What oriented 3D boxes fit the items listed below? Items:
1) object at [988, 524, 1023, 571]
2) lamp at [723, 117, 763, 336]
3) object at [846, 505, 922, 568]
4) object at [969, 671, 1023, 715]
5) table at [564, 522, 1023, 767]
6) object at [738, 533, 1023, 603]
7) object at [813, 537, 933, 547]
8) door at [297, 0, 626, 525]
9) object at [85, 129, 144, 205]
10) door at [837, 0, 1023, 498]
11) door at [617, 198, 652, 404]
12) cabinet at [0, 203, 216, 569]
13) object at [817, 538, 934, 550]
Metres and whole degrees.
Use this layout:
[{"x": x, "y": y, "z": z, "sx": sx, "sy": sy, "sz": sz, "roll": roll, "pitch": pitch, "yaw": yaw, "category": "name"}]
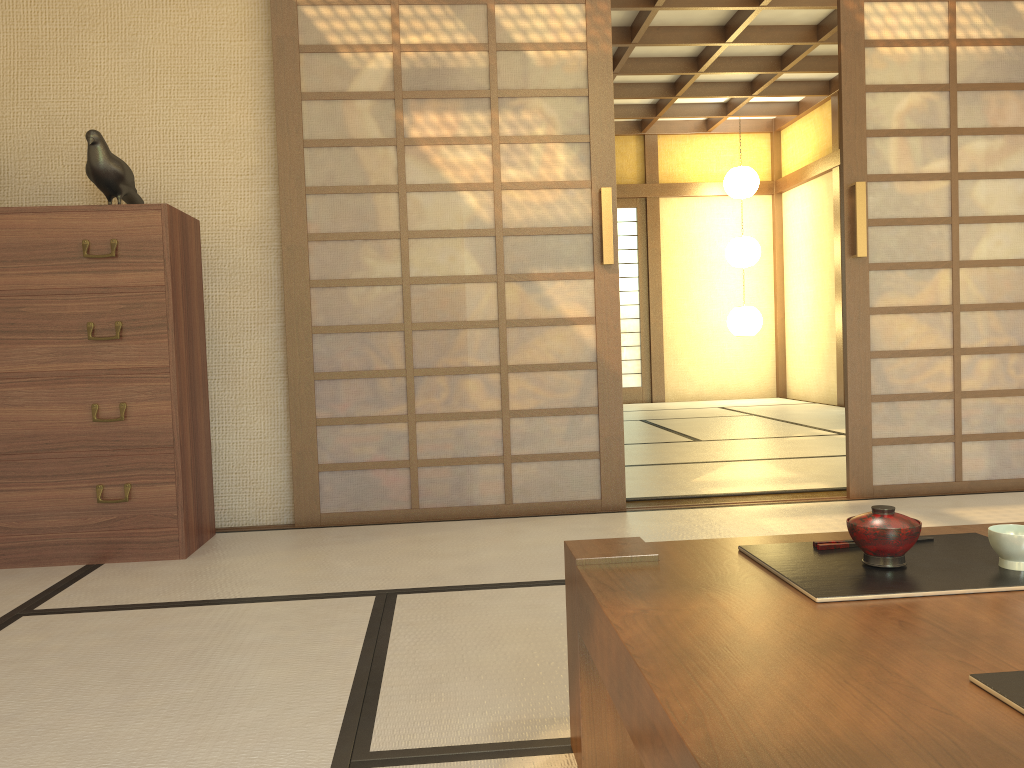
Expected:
[{"x": 0.705, "y": 0.229, "z": 1.235, "sx": 0.074, "sy": 0.052, "sz": 0.073, "roll": 0, "pitch": 3, "yaw": 39, "category": "object"}, {"x": 2.381, "y": -1.644, "z": 9.168, "sx": 0.363, "sy": 2.297, "sz": 0.363, "roll": -2, "pitch": 3, "yaw": 8, "category": "lamp"}, {"x": 0.533, "y": 0.216, "z": 1.271, "sx": 0.100, "sy": 0.080, "sz": 0.100, "roll": -2, "pitch": 3, "yaw": -4, "category": "object"}, {"x": 0.653, "y": 0.282, "z": 0.726, "sx": 0.400, "sy": 0.007, "sz": 0.300, "roll": -2, "pitch": 3, "yaw": -4, "category": "object"}, {"x": 0.631, "y": 0.438, "z": 1.036, "sx": 1.000, "sy": 0.350, "sz": 1.000, "roll": -2, "pitch": 3, "yaw": -4, "category": "table"}, {"x": 0.573, "y": 0.260, "z": 1.288, "sx": 0.400, "sy": 0.007, "sz": 0.300, "roll": -2, "pitch": 3, "yaw": -4, "category": "object"}, {"x": 0.574, "y": 0.248, "z": 1.405, "sx": 0.200, "sy": 0.008, "sz": 0.008, "roll": -2, "pitch": 3, "yaw": -6, "category": "object"}, {"x": -0.194, "y": -0.595, "z": 3.526, "sx": 1.230, "sy": 2.265, "sz": 0.076, "roll": -2, "pitch": 3, "yaw": -4, "category": "door"}, {"x": -1.494, "y": -0.737, "z": 3.192, "sx": 0.383, "sy": 0.282, "sz": 0.360, "roll": -3, "pitch": 3, "yaw": -14, "category": "object"}, {"x": 1.963, "y": -0.681, "z": 3.695, "sx": 1.230, "sy": 2.265, "sz": 0.076, "roll": -2, "pitch": 3, "yaw": -4, "category": "door"}, {"x": 0.047, "y": -0.847, "z": 9.566, "sx": 2.890, "sy": 2.230, "sz": 0.140, "roll": -2, "pitch": 3, "yaw": -4, "category": "door"}, {"x": -1.643, "y": 0.014, "z": 3.108, "sx": 1.020, "sy": 1.200, "sz": 0.421, "roll": -2, "pitch": 3, "yaw": -4, "category": "cabinet"}, {"x": 0.572, "y": 0.248, "z": 1.392, "sx": 0.200, "sy": 0.008, "sz": 0.008, "roll": -3, "pitch": 3, "yaw": -11, "category": "object"}]
